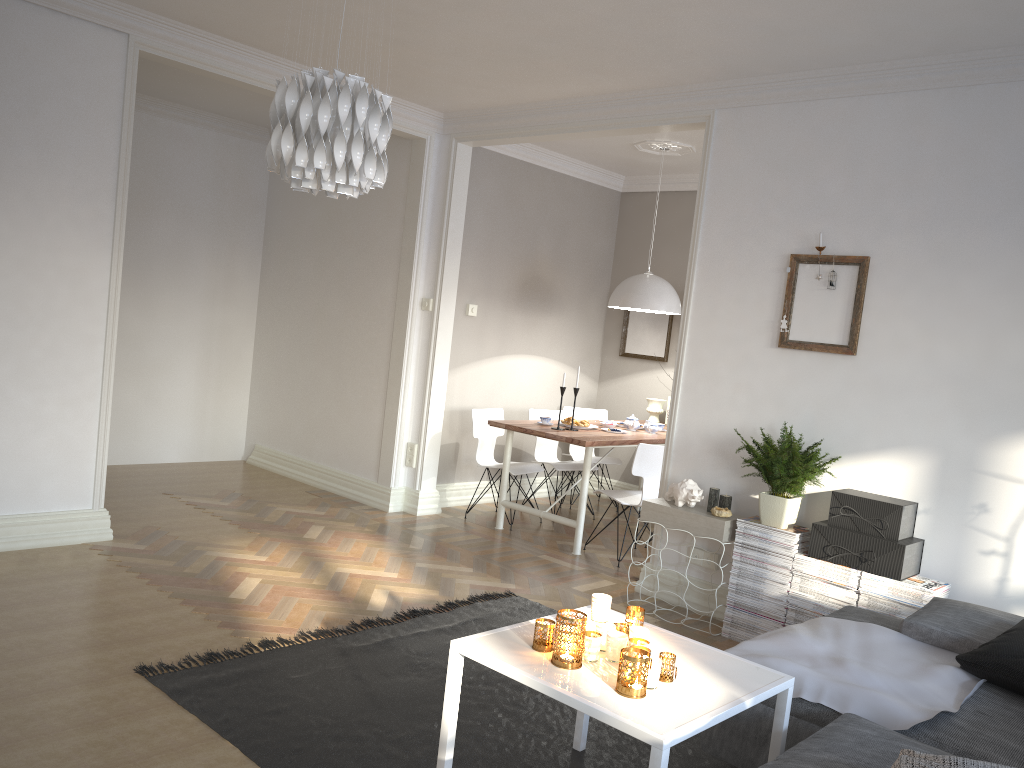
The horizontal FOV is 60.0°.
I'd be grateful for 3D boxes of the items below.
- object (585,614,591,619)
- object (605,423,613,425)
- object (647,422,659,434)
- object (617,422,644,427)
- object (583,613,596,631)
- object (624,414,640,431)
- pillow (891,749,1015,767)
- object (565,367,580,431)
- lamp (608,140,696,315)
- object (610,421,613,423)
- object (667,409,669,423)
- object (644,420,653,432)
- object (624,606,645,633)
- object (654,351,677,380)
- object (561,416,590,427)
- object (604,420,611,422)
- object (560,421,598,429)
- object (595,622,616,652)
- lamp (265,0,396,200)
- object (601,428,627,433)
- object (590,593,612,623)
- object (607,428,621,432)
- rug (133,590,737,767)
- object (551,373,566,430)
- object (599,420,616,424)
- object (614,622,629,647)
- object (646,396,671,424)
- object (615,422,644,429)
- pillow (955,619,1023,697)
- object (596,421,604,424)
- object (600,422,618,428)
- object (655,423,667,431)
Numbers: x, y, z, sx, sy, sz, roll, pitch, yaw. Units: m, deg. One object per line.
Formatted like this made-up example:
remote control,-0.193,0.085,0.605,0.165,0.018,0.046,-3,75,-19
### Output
object,0.238,0.721,2.624,0.056,0.067,0.056,7,4,4
object,0.694,0.301,6.389,0.085,0.039,0.082,7,4,7
object,1.019,0.314,6.410,0.090,0.086,0.090,6,4,-3
object,0.890,0.310,6.698,0.201,0.022,0.194,5,4,-27
object,0.238,0.724,2.624,0.060,0.073,0.060,8,5,22
object,0.874,0.279,6.445,0.124,0.119,0.143,3,6,-43
pillow,0.983,0.882,1.817,0.405,0.194,0.404,9,4,29
object,0.429,0.090,6.006,0.095,0.449,0.095,10,6,38
lamp,1.024,-1.117,6.371,0.530,1.183,0.529,3,6,-40
object,0.737,0.277,6.552,0.020,0.003,0.194,7,4,10
object,1.282,0.275,7.120,0.094,0.132,0.097,7,4,9
object,1.004,0.306,6.508,0.072,0.086,0.086,7,4,8
object,0.376,0.730,2.728,0.060,0.079,0.060,10,5,37
object,1.443,-0.028,7.032,0.697,0.782,0.352,8,5,25
object,0.446,0.266,6.264,0.197,0.063,0.188,7,4,13
object,0.706,0.290,6.568,0.057,0.037,0.073,6,4,-9
object,0.466,0.295,6.260,0.286,0.020,0.287,9,4,30
object,0.267,0.731,2.564,0.060,0.073,0.060,8,5,22
lamp,-0.496,-1.092,2.590,0.355,1.067,0.354,6,4,-5
object,0.713,0.329,6.211,0.180,0.014,0.179,7,4,8
object,0.259,0.655,2.589,0.060,0.073,0.060,4,5,-32
object,0.711,0.325,6.199,0.100,0.025,0.066,8,4,19
rug,0.046,1.195,3.277,2.108,0.055,2.016,10,5,42
object,0.333,0.109,5.952,0.095,0.397,0.095,10,6,38
object,0.706,0.293,6.557,0.129,0.038,0.129,3,5,-42
object,0.321,0.741,2.622,0.052,0.058,0.050,7,4,12
object,1.241,0.212,7.267,0.310,0.228,0.172,6,4,-4
object,0.890,0.315,6.693,0.287,0.020,0.287,7,4,15
pillow,1.709,0.874,2.815,0.402,0.248,0.420,4,4,-27
object,0.657,0.284,6.361,0.130,0.027,0.028,6,4,-5
object,0.696,0.303,6.389,0.129,0.038,0.129,10,5,42
object,1.102,0.323,6.644,0.116,0.056,0.116,7,4,15
